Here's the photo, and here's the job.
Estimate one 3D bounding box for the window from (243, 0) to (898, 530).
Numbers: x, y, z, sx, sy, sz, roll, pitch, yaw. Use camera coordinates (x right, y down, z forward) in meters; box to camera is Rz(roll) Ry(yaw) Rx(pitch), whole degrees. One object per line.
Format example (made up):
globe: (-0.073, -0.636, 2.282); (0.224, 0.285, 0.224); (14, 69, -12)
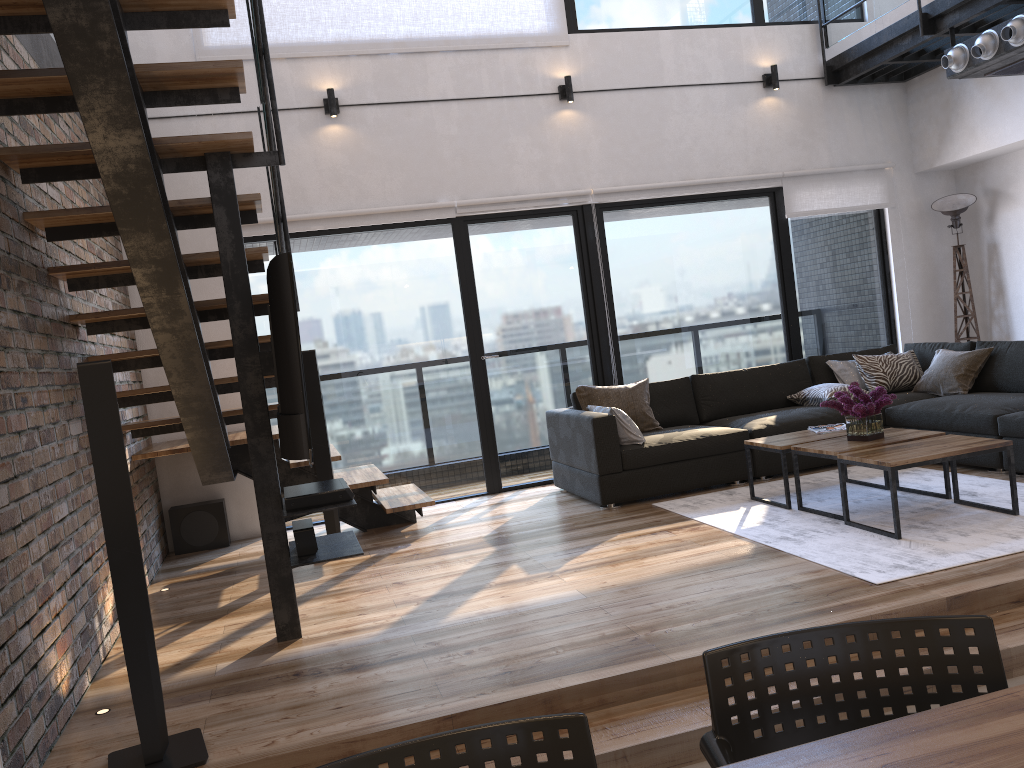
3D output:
window: (0.778, -1.834, 4.924); (13.390, 5.572, 5.661); (-8, 3, -15)

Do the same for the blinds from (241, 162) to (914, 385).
blinds: (0.751, -0.446, 6.669); (5.366, 2.046, 0.095); (-8, 4, -15)

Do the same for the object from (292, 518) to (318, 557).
object: (-0.870, 0.643, 3.725); (0.088, 0.112, 0.247); (-8, 3, -15)

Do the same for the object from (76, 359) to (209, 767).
object: (-1.135, 0.532, 2.611); (0.270, 1.207, 0.271); (-9, 4, -25)

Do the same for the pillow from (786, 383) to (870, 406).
pillow: (2.240, 0.089, 6.286); (0.355, 0.178, 0.530); (-8, 3, -17)

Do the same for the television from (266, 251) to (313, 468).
television: (-0.934, -0.075, 3.669); (0.136, 0.784, 1.206); (-8, 3, -14)

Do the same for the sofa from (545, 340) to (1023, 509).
sofa: (2.098, 0.230, 5.314); (3.042, 0.701, 2.998); (-8, 3, -15)

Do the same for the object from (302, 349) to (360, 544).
object: (-1.104, 0.403, 5.165); (0.271, 1.207, 0.271); (-8, 4, -10)

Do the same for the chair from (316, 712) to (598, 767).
chair: (-0.017, 0.886, 1.033); (0.519, 0.769, 0.540); (-8, 3, -15)

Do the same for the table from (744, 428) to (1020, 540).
table: (1.873, 0.466, 4.645); (0.697, 0.350, 1.298); (-8, 3, -14)

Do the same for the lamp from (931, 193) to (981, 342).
lamp: (3.308, -0.573, 6.966); (1.466, 1.829, 0.425); (-9, 4, -29)

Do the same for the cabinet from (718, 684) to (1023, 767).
cabinet: (2.016, -0.400, 0.266); (9.110, 2.874, 2.472); (-8, 3, -15)

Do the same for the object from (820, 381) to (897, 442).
object: (1.841, 0.121, 4.647); (0.341, 0.343, 0.375); (-8, 3, -13)

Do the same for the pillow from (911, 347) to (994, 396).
pillow: (3.011, -0.080, 6.092); (0.273, 0.309, 0.547); (-8, 3, -15)

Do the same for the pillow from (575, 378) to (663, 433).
pillow: (0.724, 0.171, 6.107); (0.609, 0.382, 0.265); (-8, 3, -14)

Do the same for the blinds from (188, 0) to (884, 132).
blinds: (-1.711, -2.898, 4.984); (10.191, 2.978, 1.996); (-10, 4, -36)

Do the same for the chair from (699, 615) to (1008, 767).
chair: (0.592, 0.795, 1.253); (0.519, 0.769, 0.540); (-7, 3, 0)

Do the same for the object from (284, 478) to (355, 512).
object: (-0.815, 0.462, 3.728); (0.275, 0.058, 0.360); (-8, 3, -15)

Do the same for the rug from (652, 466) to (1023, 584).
rug: (1.911, 0.639, 4.621); (1.636, 0.003, 2.112); (-8, 3, -15)

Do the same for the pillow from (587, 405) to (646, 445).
pillow: (0.674, 0.261, 5.748); (0.212, 0.266, 0.498); (-8, 3, -14)

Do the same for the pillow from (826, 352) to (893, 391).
pillow: (2.663, -0.065, 6.582); (0.611, 0.294, 0.234); (-8, 3, -14)

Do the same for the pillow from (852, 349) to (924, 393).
pillow: (2.761, -0.094, 6.445); (0.531, 0.314, 0.250); (-8, 3, -11)

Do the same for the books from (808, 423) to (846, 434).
books: (1.861, 0.259, 5.159); (0.229, 0.013, 0.294); (-7, 3, 6)
